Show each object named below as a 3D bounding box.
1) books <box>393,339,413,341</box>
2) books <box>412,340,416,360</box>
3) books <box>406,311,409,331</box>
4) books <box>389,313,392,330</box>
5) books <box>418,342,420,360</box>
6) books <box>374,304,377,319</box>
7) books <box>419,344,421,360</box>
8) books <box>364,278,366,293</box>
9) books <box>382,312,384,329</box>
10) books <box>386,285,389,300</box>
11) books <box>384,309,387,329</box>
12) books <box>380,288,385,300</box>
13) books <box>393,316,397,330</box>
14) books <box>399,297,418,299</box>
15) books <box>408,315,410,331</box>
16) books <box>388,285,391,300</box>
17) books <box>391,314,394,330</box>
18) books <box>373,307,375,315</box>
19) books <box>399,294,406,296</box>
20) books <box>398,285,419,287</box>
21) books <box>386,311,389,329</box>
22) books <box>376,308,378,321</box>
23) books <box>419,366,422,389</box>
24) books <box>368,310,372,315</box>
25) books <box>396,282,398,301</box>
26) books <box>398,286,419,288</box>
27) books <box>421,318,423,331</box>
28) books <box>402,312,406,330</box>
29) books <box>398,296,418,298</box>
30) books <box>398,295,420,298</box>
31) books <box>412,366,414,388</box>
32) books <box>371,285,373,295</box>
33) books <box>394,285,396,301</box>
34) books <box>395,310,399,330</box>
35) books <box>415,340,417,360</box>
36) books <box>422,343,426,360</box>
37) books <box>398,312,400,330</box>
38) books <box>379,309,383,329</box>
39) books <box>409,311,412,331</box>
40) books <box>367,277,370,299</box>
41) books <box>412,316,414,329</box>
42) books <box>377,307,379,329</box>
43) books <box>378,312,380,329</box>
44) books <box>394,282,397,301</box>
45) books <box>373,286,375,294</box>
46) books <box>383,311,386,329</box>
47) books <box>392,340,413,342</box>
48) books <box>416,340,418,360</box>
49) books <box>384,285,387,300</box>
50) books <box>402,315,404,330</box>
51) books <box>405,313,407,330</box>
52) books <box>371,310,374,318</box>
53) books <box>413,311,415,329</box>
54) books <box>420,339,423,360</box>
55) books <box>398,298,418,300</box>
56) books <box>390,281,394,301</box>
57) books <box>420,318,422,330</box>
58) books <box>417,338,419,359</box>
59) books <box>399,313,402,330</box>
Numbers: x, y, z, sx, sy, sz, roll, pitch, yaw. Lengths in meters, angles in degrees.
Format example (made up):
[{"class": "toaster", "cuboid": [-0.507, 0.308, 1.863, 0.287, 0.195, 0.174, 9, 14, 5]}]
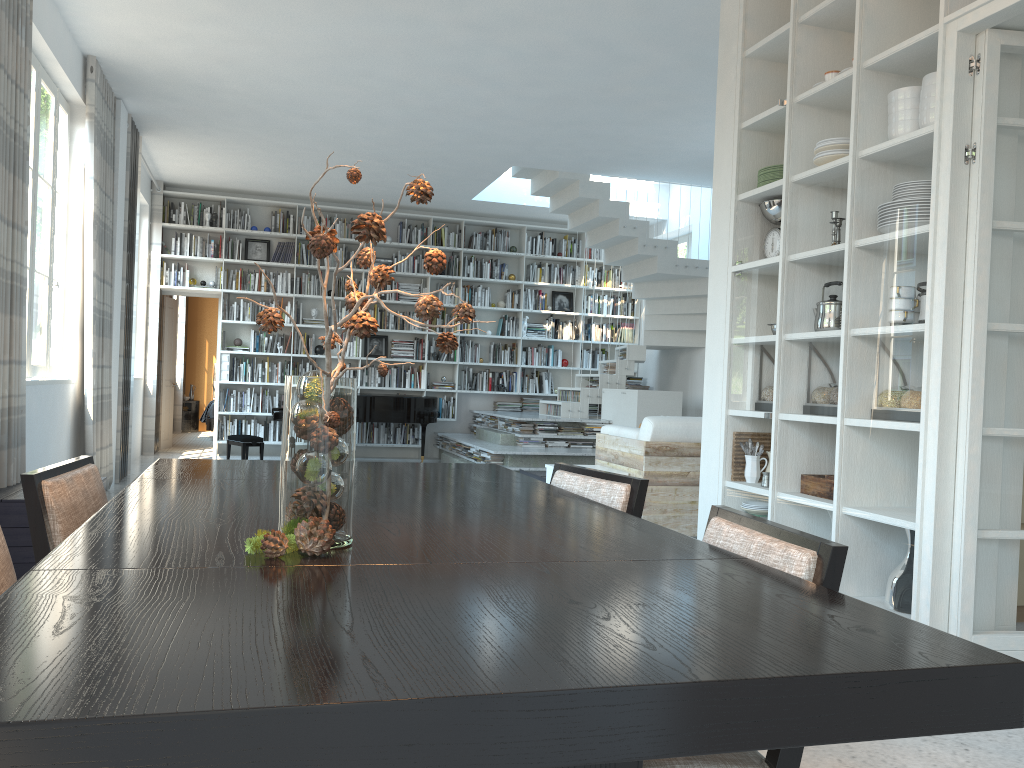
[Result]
[{"class": "books", "cuboid": [-1.419, -0.563, 11.476, 0.254, 0.012, 0.161, 2, 0, -12]}, {"class": "books", "cuboid": [-1.274, -0.437, 11.520, 0.012, 0.254, 0.161, 2, 0, -16]}, {"class": "books", "cuboid": [-1.362, -0.810, 11.482, 0.025, 0.258, 0.150, 2, 1, -16]}, {"class": "books", "cuboid": [-1.578, -0.798, 11.423, 0.024, 0.216, 0.175, 2, 0, -16]}, {"class": "books", "cuboid": [-1.222, -0.424, 11.550, 0.013, 0.232, 0.134, 2, 1, -16]}, {"class": "books", "cuboid": [-1.757, -0.856, 11.346, 0.014, 0.317, 0.188, 2, 1, -16]}, {"class": "books", "cuboid": [-1.206, -0.415, 11.553, 0.021, 0.217, 0.132, 2, 1, -16]}, {"class": "books", "cuboid": [-1.890, -1.205, 11.323, 0.026, 0.267, 0.170, 2, 0, -16]}, {"class": "books", "cuboid": [-1.669, -0.808, 11.396, 0.012, 0.228, 0.169, 2, 0, -16]}, {"class": "books", "cuboid": [-1.608, -1.168, 11.406, 0.024, 0.216, 0.148, 2, 0, -16]}, {"class": "books", "cuboid": [-1.632, -0.834, 11.407, 0.013, 0.284, 0.176, 2, 1, -16]}, {"class": "books", "cuboid": [-1.671, -1.181, 11.382, 0.066, 0.236, 0.153, 2, 0, -16]}, {"class": "books", "cuboid": [-1.517, -0.787, 11.454, 0.050, 0.199, 0.145, 2, 0, -16]}, {"class": "books", "cuboid": [-1.349, -1.104, 11.493, 0.254, 0.012, 0.161, 2, 0, -16]}, {"class": "books", "cuboid": [-1.346, -0.784, 11.505, 0.022, 0.206, 0.114, 2, 1, -16]}, {"class": "books", "cuboid": [-1.581, -1.204, 11.416, 0.049, 0.291, 0.162, 2, 1, -16]}, {"class": "books", "cuboid": [-1.552, -0.796, 11.431, 0.030, 0.215, 0.168, 2, 0, -16]}, {"class": "books", "cuboid": [-1.781, -0.840, 11.385, 0.010, 0.284, 0.136, 2, 1, -16]}, {"class": "books", "cuboid": [-1.346, -1.141, 11.488, 0.254, 0.012, 0.161, 2, 0, -14]}, {"class": "books", "cuboid": [-1.343, -1.264, 11.491, 0.254, 0.012, 0.161, 2, 0, -16]}, {"class": "books", "cuboid": [-1.608, -0.825, 11.399, 0.028, 0.268, 0.189, 2, 0, -16]}, {"class": "books", "cuboid": [-1.744, -0.830, 11.350, 0.015, 0.266, 0.189, 2, 0, -16]}, {"class": "books", "cuboid": [-1.202, -0.090, 11.559, 0.011, 0.300, 0.149, 2, 1, -16]}, {"class": "books", "cuboid": [-1.826, -0.824, 11.365, 0.026, 0.248, 0.139, 2, 1, -16]}, {"class": "books", "cuboid": [-1.489, -1.178, 11.423, 0.013, 0.247, 0.176, 2, 0, -16]}, {"class": "books", "cuboid": [-1.342, -1.251, 11.487, 0.254, 0.012, 0.161, 2, 0, -14]}, {"class": "books", "cuboid": [-1.175, -0.806, 11.538, 0.014, 0.266, 0.153, 2, 1, -16]}, {"class": "books", "cuboid": [-1.399, -0.805, 11.454, 0.012, 0.245, 0.186, 2, 0, -16]}, {"class": "books", "cuboid": [-1.348, -1.116, 11.491, 0.254, 0.012, 0.161, 2, 0, -17]}, {"class": "books", "cuboid": [-1.346, -1.129, 11.486, 0.285, 0.012, 0.159, 2, 0, -19]}, {"class": "books", "cuboid": [-1.292, -0.086, 11.542, 0.010, 0.284, 0.132, 2, 1, -16]}, {"class": "books", "cuboid": [-1.799, -1.201, 11.340, 0.025, 0.266, 0.185, 2, 0, -16]}, {"class": "books", "cuboid": [-1.527, -1.165, 11.434, 0.024, 0.216, 0.132, 2, 1, -16]}, {"class": "books", "cuboid": [-1.483, -0.815, 11.454, 0.014, 0.258, 0.161, 2, 1, -16]}, {"class": "books", "cuboid": [-1.261, -0.439, 11.521, 0.011, 0.261, 0.184, 2, 0, -16]}, {"class": "books", "cuboid": [-1.161, -0.420, 11.537, 0.034, 0.229, 0.199, 2, 0, -16]}, {"class": "books", "cuboid": [-1.471, -0.803, 11.453, 0.010, 0.234, 0.174, 2, 0, -16]}, {"class": "books", "cuboid": [-1.693, -0.825, 11.410, 0.028, 0.259, 0.134, 2, 1, -16]}, {"class": "books", "cuboid": [-1.321, -0.809, 11.505, 0.024, 0.259, 0.126, 2, 1, -16]}, {"class": "books", "cuboid": [-1.838, -1.218, 11.336, 0.026, 0.297, 0.179, 2, 1, -16]}, {"class": "books", "cuboid": [-1.294, -0.779, 11.511, 0.035, 0.201, 0.149, 2, 0, -16]}, {"class": "books", "cuboid": [-1.726, -0.837, 11.370, 0.010, 0.281, 0.170, 2, 1, -16]}, {"class": "books", "cuboid": [-1.717, -0.810, 11.397, 0.024, 0.228, 0.147, 2, 0, -16]}, {"class": "books", "cuboid": [-1.506, -1.178, 11.431, 0.015, 0.245, 0.183, 2, 0, -16]}, {"class": "books", "cuboid": [-1.777, -1.215, 11.364, 0.029, 0.295, 0.151, 2, 1, -16]}, {"class": "books", "cuboid": [-1.653, -0.811, 11.409, 0.025, 0.236, 0.137, 2, 1, -16]}, {"class": "books", "cuboid": [-1.420, -0.551, 11.479, 0.254, 0.012, 0.161, 2, 0, -19]}, {"class": "books", "cuboid": [-1.243, -0.436, 11.538, 0.013, 0.256, 0.162, 2, 0, -16]}, {"class": "books", "cuboid": [-1.631, -1.204, 11.406, 0.022, 0.285, 0.130, 2, 1, -16]}, {"class": "books", "cuboid": [-1.423, -0.784, 11.458, 0.029, 0.200, 0.178, 2, 0, -16]}, {"class": "books", "cuboid": [-1.392, -0.797, 11.494, 0.025, 0.230, 0.143, 2, 1, -16]}, {"class": "books", "cuboid": [-1.798, -0.819, 11.368, 0.029, 0.240, 0.155, 2, 0, -16]}, {"class": "books", "cuboid": [-1.272, -0.809, 11.526, 0.014, 0.263, 0.135, 2, 1, -16]}, {"class": "books", "cuboid": [-1.185, -0.446, 11.541, 0.011, 0.279, 0.186, 2, 0, -16]}, {"class": "books", "cuboid": [-1.348, -1.092, 11.491, 0.285, 0.012, 0.159, 2, 0, -15]}, {"class": "books", "cuboid": [-1.544, -1.192, 11.413, 0.021, 0.269, 0.191, 2, 0, -16]}, {"class": "books", "cuboid": [-1.197, -0.814, 11.548, 0.025, 0.279, 0.108, 2, 1, -16]}, {"class": "books", "cuboid": [-1.230, -0.452, 11.540, 0.011, 0.288, 0.152, 2, 1, -16]}, {"class": "books", "cuboid": [-1.449, -0.797, 11.448, 0.029, 0.224, 0.185, 2, 0, -16]}]
